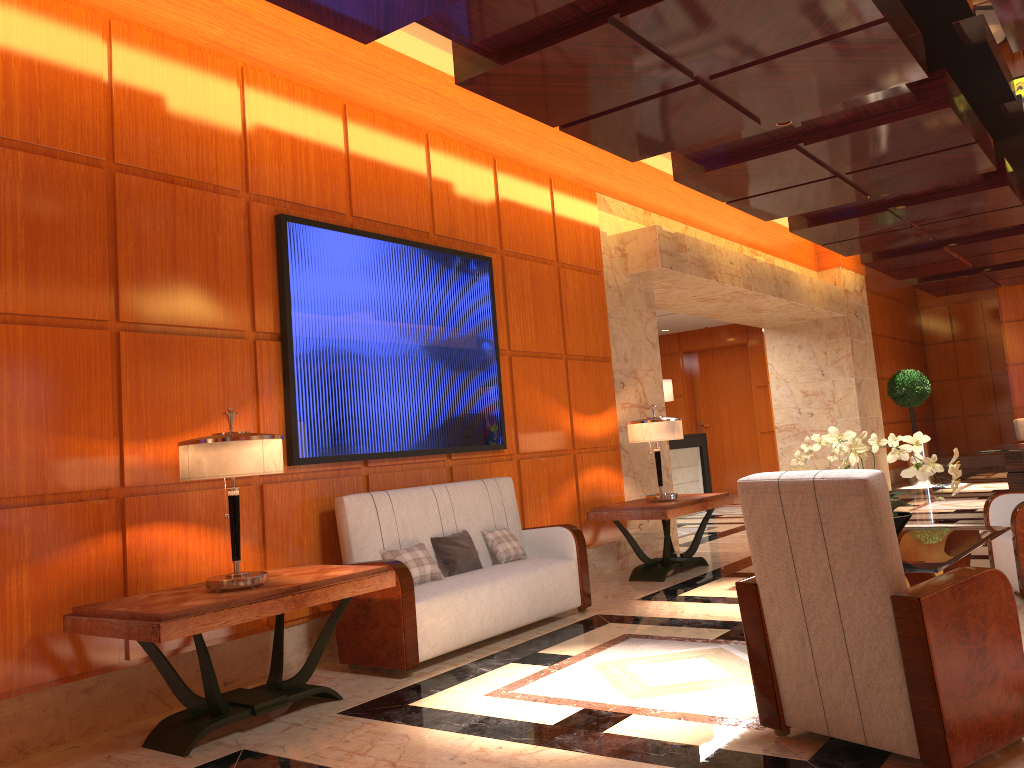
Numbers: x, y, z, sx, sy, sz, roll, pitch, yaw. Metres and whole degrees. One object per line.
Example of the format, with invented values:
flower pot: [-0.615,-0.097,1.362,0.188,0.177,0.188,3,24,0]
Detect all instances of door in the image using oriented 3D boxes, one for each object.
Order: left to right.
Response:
door: [3.881,0.667,16.094,1.282,2.708,0.340,-9,-8,36]

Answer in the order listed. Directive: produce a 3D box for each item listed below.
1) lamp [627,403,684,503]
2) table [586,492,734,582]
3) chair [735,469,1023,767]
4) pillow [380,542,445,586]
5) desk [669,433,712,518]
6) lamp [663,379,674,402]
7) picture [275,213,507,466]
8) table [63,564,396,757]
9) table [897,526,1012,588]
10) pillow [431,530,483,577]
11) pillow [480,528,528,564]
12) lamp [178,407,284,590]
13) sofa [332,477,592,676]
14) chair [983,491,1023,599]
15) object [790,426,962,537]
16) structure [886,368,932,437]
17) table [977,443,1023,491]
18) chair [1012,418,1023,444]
lamp: [1.206,0.564,7.347,0.458,0.813,0.457,1,-8,-44]
table: [1.287,1.277,7.415,0.723,0.609,1.269,-8,-6,36]
chair: [1.261,0.769,3.141,0.628,0.965,0.734,0,-7,-35]
pillow: [-0.575,1.049,5.116,0.194,0.228,0.344,-9,-7,41]
desk: [1.710,1.332,12.298,0.939,1.146,2.923,-9,-6,36]
lamp: [2.208,0.360,13.071,0.372,0.824,0.371,-1,-7,-29]
picture: [-0.709,-0.249,5.862,0.056,1.458,1.994,-9,-7,36]
table: [-1.217,1.222,4.021,0.723,0.609,1.269,-8,-6,36]
table: [1.984,1.055,4.446,0.720,0.498,1.558,-9,-6,39]
pillow: [-0.340,1.048,5.483,0.159,0.254,0.357,-8,-6,33]
pillow: [-0.046,1.065,5.820,0.201,0.231,0.273,-9,-7,38]
lamp: [-1.258,0.502,4.008,0.459,0.797,0.456,-4,-6,-2]
sofa: [-0.270,1.079,5.454,0.611,0.936,1.797,-9,-6,36]
chair: [3.268,0.775,5.364,0.628,0.965,0.735,-6,-6,15]
object: [1.825,0.506,4.447,0.787,0.620,0.416,-6,-6,13]
structure: [6.782,0.583,15.007,0.721,1.720,0.719,-6,-6,14]
table: [5.704,0.955,8.820,1.595,0.748,1.598,-8,-6,36]
chair: [9.153,1.051,15.299,0.738,0.965,0.626,-4,-6,-5]
